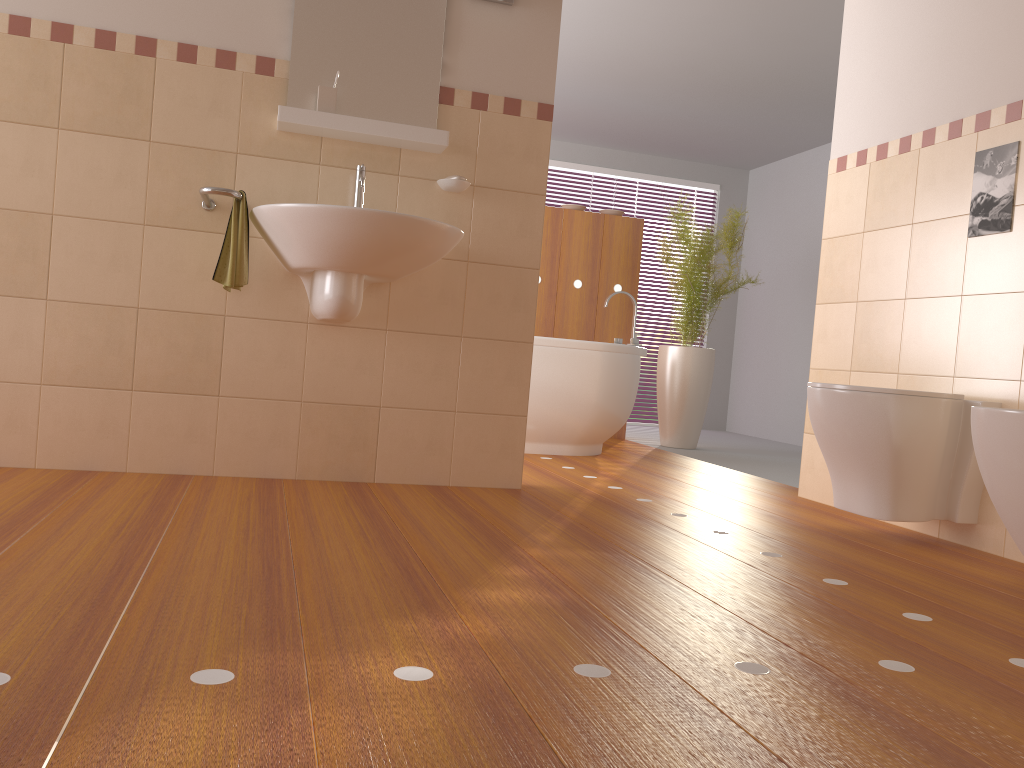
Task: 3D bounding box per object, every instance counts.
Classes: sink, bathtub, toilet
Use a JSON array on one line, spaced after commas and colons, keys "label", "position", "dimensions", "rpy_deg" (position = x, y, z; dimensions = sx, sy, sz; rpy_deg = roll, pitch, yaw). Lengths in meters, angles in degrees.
[{"label": "sink", "position": [-0.473, -0.452, 2.773], "dimensions": [0.683, 0.516, 0.539], "rpy_deg": [4, 2, -16]}, {"label": "bathtub", "position": [-0.158, -0.127, 4.763], "dimensions": [1.874, 0.900, 0.888], "rpy_deg": [4, 2, -16]}, {"label": "sink", "position": [1.373, 0.190, 2.175], "dimensions": [0.515, 0.517, 0.335], "rpy_deg": [4, 2, -16]}, {"label": "toilet", "position": [1.183, 0.214, 2.812], "dimensions": [0.534, 0.400, 0.375], "rpy_deg": [4, 2, -16]}]

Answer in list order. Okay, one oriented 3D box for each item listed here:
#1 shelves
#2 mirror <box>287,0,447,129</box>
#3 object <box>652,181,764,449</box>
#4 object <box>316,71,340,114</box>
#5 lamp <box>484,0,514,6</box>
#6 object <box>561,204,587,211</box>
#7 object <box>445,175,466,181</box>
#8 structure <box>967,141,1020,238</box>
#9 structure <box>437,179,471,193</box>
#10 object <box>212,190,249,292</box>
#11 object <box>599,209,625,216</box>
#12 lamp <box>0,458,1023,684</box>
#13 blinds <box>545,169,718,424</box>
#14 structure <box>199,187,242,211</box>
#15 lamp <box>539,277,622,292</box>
[{"label": "shelves", "position": [-0.495, -0.843, 2.954], "dimensions": [0.554, 0.050, 0.138], "rpy_deg": [4, 2, -16]}, {"label": "mirror", "position": [-0.473, -1.276, 2.992], "dimensions": [0.502, 0.799, 0.008], "rpy_deg": [4, 2, -16]}, {"label": "object", "position": [1.222, -0.365, 5.601], "dimensions": [0.683, 1.557, 1.335], "rpy_deg": [5, 2, 17]}, {"label": "object", "position": [-0.605, -0.951, 2.910], "dimensions": [0.063, 0.149, 0.073], "rpy_deg": [4, 2, -16]}, {"label": "lamp", "position": [-0.040, -1.414, 3.014], "dimensions": [0.173, 0.173, 0.209], "rpy_deg": [4, 2, -16]}, {"label": "object", "position": [0.406, -1.148, 5.855], "dimensions": [0.173, 0.046, 0.173], "rpy_deg": [4, 2, -16]}, {"label": "object", "position": [-0.195, -0.707, 3.068], "dimensions": [0.075, 0.023, 0.050], "rpy_deg": [6, 2, 39]}, {"label": "structure", "position": [1.519, -0.611, 2.801], "dimensions": [0.005, 0.279, 0.170], "rpy_deg": [4, 2, -16]}, {"label": "structure", "position": [-0.198, -0.685, 3.067], "dimensions": [0.117, 0.029, 0.092], "rpy_deg": [4, 2, -16]}, {"label": "object", "position": [-0.853, -0.441, 2.767], "dimensions": [0.085, 0.306, 0.181], "rpy_deg": [5, 2, 0]}, {"label": "object", "position": [0.667, -1.128, 5.928], "dimensions": [0.173, 0.046, 0.173], "rpy_deg": [4, 2, -16]}, {"label": "lamp", "position": [-0.949, 0.320, 2.543], "dimensions": [3.173, 0.001, 2.893], "rpy_deg": [4, 2, -16]}, {"label": "blinds", "position": [-0.581, -0.811, 7.029], "dimensions": [4.712, 2.022, 0.032], "rpy_deg": [4, 2, -16]}, {"label": "structure", "position": [-0.899, -0.573, 2.752], "dimensions": [0.142, 0.042, 0.333], "rpy_deg": [4, 2, -16]}, {"label": "lamp", "position": [0.159, -0.668, 5.672], "dimensions": [1.169, 0.052, 0.001], "rpy_deg": [4, 2, -16]}]
